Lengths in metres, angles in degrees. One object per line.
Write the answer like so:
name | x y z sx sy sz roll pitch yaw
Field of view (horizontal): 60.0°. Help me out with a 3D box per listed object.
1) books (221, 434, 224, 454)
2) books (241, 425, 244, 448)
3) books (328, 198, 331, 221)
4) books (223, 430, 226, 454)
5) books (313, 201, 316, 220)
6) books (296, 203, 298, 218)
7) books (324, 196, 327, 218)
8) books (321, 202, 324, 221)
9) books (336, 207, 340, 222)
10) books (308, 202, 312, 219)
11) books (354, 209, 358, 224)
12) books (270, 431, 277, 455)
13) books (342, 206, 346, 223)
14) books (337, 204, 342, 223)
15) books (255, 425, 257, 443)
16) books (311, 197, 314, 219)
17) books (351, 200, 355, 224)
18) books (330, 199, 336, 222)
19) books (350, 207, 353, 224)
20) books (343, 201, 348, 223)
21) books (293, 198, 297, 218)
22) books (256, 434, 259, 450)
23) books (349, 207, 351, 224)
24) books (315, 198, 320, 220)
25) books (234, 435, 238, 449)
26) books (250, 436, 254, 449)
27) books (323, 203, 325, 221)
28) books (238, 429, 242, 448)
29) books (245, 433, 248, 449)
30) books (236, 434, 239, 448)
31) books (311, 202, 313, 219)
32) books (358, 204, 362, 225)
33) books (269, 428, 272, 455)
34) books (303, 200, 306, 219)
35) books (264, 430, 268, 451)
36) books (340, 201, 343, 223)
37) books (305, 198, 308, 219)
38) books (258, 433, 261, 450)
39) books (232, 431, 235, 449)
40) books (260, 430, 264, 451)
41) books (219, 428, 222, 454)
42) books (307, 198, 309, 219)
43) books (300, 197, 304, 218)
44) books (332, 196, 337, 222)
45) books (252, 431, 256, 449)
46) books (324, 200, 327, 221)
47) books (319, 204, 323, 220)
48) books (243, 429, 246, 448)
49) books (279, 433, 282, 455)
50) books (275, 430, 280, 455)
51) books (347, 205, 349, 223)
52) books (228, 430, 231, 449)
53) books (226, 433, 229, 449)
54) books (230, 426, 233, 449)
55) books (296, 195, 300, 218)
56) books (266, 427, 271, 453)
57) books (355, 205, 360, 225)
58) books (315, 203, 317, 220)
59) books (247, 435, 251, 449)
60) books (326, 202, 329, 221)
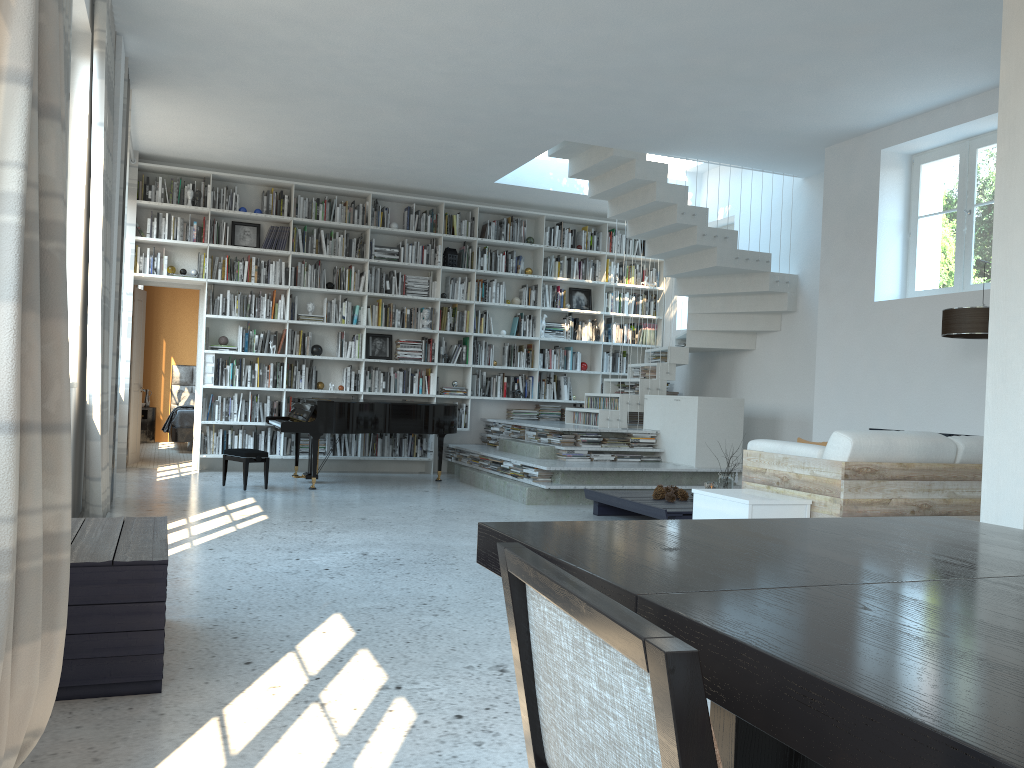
books | -3.097 0.641 9.476 0.022 0.205 0.158 2 0 -21
books | -2.910 0.600 9.552 0.014 0.304 0.139 2 0 -21
books | -2.030 -1.906 9.833 0.013 0.276 0.164 2 0 -21
books | -3.077 0.618 9.488 0.022 0.252 0.139 2 0 -21
books | -2.196 -1.892 9.800 0.025 0.235 0.129 2 0 -21
books | -2.369 -1.875 9.718 0.024 0.183 0.133 2 0 -21
books | -2.068 -1.919 9.821 0.010 0.299 0.151 2 0 -21
books | -2.105 -1.888 9.813 0.013 0.234 0.154 2 0 -21
books | -1.952 -1.859 9.868 0.031 0.190 0.181 2 0 -21
books | -2.230 -1.881 9.743 0.029 0.208 0.178 2 0 -21
books | -1.766 -1.847 9.935 0.031 0.185 0.176 2 0 -21
books | -2.608 0.639 9.673 0.065 0.256 0.155 2 0 -21
books | -1.893 -1.867 9.911 0.029 0.213 0.141 2 0 -21
books | -1.928 -1.880 9.887 0.026 0.236 0.134 2 0 -21
books | -2.780 0.604 9.608 0.013 0.310 0.130 2 0 -21
books | -2.202 -1.908 9.770 0.010 0.264 0.160 2 0 -21
books | -1.786 -1.899 9.933 0.013 0.285 0.159 2 0 -21
books | -2.000 -1.902 9.843 0.052 0.273 0.172 2 0 -21
books | -1.809 -1.857 9.906 0.026 0.200 0.187 2 0 -21
books | -1.862 -1.893 9.893 0.014 0.266 0.192 2 0 -21
books | -2.386 -1.903 9.694 0.029 0.237 0.156 2 0 -21
books | -2.764 0.653 9.613 0.024 0.214 0.137 2 0 -21
books | -1.828 -1.861 9.901 0.013 0.207 0.178 2 0 -21
books | -2.156 -1.907 9.805 0.028 0.268 0.151 2 0 -21
books | -2.966 0.649 9.506 0.030 0.201 0.168 2 0 -21
books | -2.813 0.663 9.563 0.031 0.188 0.190 2 0 -21
books | -2.091 -1.878 9.810 0.011 0.216 0.160 2 0 -21
books | -2.925 0.619 9.526 0.031 0.266 0.186 2 0 -21
books | -2.866 0.645 9.550 0.021 0.218 0.190 2 0 -21
books | -2.957 0.645 9.542 0.014 0.211 0.146 2 0 -21
books | -2.214 -1.880 9.763 0.015 0.207 0.166 2 0 -21
books | -1.719 -1.883 9.973 0.030 0.261 0.151 2 0 -21
books | -2.634 0.614 9.638 0.012 0.303 0.165 2 0 -21
books | -2.292 -1.890 9.733 0.023 0.220 0.181 2 0 -21
books | -2.691 0.631 9.651 0.040 0.264 0.137 2 0 -21
books | -1.909 -1.896 9.895 0.014 0.269 0.156 2 0 -21
books | -2.270 -1.905 9.745 0.023 0.251 0.170 2 0 -21
books | -2.738 0.648 9.611 0.022 0.224 0.141 2 0 -21
books | -2.999 0.625 9.520 0.022 0.246 0.135 2 0 -21
books | -2.714 0.634 9.617 0.027 0.256 0.179 2 0 -21
books | -3.111 0.610 9.453 0.023 0.266 0.177 2 0 -21
books | -2.252 -1.903 9.747 0.012 0.250 0.174 2 0 -21
books | -2.318 -1.908 9.727 0.031 0.254 0.145 2 0 -21
books | -1.973 -1.922 9.867 0.014 0.315 0.166 2 0 -21
books | -2.787 0.636 9.573 0.023 0.244 0.188 2 0 -21
books | -2.079 -1.896 9.815 0.013 0.251 0.183 2 0 -21
books | -2.127 -1.873 9.808 0.030 0.201 0.152 2 0 -21
books | -2.887 0.620 9.542 0.025 0.266 0.159 2 0 -21
books | -2.530 0.654 9.660 0.017 0.233 0.212 2 0 -21
books | -2.565 0.631 9.692 0.027 0.276 0.143 2 0 -21
books | -1.848 -1.873 9.906 0.021 0.228 0.161 2 0 -21
books | -3.032 0.618 9.500 0.027 0.256 0.160 2 0 -21
books | -3.053 0.635 9.486 0.022 0.221 0.163 2 0 -21
books | -3.007 0.597 9.494 0.013 0.300 0.183 2 0 -21
books | -2.349 -1.922 9.735 0.021 0.279 0.140 2 0 -21
books | -2.651 0.617 9.634 0.021 0.295 0.188 2 0 -21
books | -1.742 -1.872 9.955 0.026 0.237 0.149 2 0 -21
books | -2.176 -1.882 9.799 0.012 0.216 0.150 2 0 -21
books | -2.843 0.652 9.558 0.028 0.206 0.171 2 0 -21
books | -2.056 -1.886 9.840 0.029 0.235 0.130 2 0 -21
